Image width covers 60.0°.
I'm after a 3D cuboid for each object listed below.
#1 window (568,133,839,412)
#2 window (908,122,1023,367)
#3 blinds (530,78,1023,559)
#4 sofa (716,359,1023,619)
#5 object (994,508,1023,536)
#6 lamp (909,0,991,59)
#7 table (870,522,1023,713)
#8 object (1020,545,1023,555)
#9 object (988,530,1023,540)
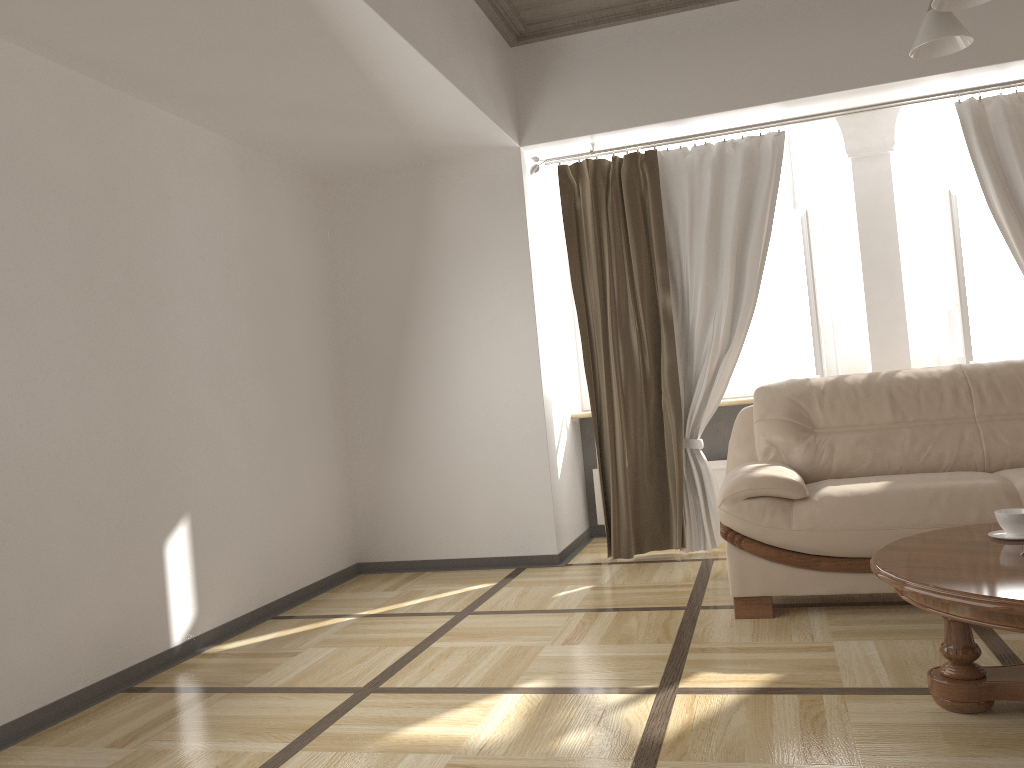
[{"bbox_3d":[1.074,-0.635,5.322,1.600,1.500,0.781,-6,-1,16],"label":"window"},{"bbox_3d":[3.167,-0.839,4.734,1.759,1.500,0.784,-6,-1,15],"label":"window"},{"bbox_3d":[2.959,-0.431,4.187,5.765,2.294,0.285,-6,-1,16],"label":"blinds"},{"bbox_3d":[1.934,0.360,3.617,2.135,0.900,1.051,-6,-1,16],"label":"sofa"},{"bbox_3d":[1.462,0.403,2.567,0.114,0.071,0.105,-5,-1,-24],"label":"object"},{"bbox_3d":[1.384,-1.525,2.289,0.713,1.094,0.741,-6,-1,16],"label":"lamp"},{"bbox_3d":[1.558,0.626,2.258,1.169,0.392,1.167,-5,-1,11],"label":"table"},{"bbox_3d":[1.429,0.375,2.324,0.178,0.133,0.104,-6,-1,31],"label":"object"},{"bbox_3d":[1.461,0.438,2.564,0.150,0.010,0.150,-5,-1,2],"label":"object"}]
